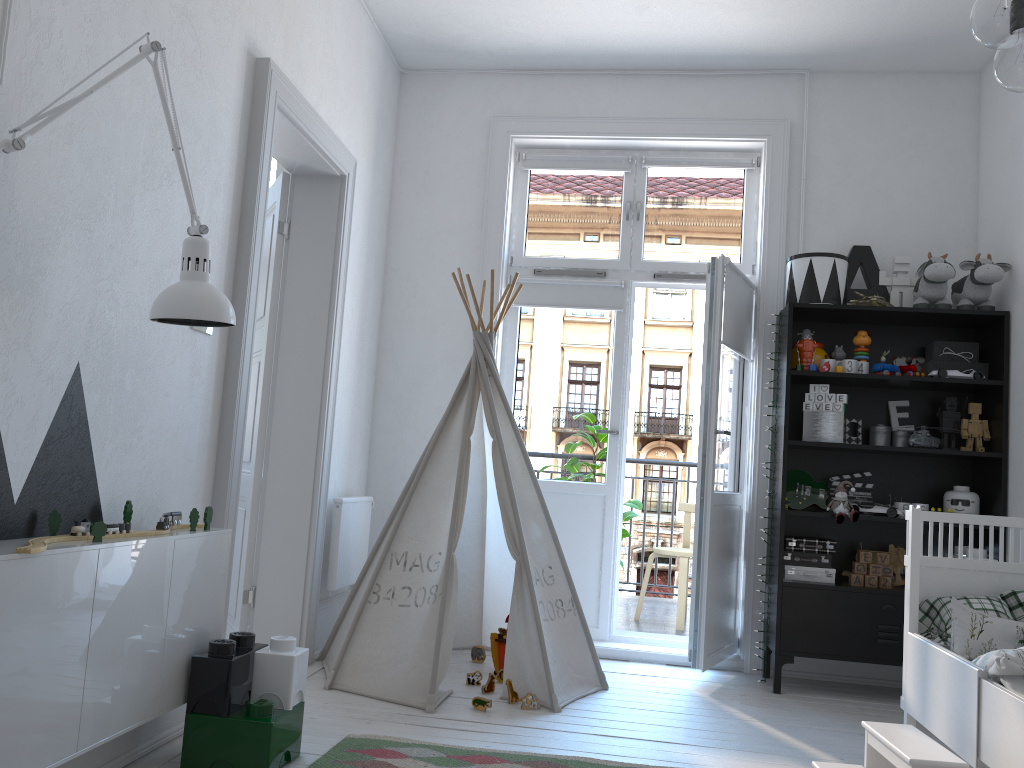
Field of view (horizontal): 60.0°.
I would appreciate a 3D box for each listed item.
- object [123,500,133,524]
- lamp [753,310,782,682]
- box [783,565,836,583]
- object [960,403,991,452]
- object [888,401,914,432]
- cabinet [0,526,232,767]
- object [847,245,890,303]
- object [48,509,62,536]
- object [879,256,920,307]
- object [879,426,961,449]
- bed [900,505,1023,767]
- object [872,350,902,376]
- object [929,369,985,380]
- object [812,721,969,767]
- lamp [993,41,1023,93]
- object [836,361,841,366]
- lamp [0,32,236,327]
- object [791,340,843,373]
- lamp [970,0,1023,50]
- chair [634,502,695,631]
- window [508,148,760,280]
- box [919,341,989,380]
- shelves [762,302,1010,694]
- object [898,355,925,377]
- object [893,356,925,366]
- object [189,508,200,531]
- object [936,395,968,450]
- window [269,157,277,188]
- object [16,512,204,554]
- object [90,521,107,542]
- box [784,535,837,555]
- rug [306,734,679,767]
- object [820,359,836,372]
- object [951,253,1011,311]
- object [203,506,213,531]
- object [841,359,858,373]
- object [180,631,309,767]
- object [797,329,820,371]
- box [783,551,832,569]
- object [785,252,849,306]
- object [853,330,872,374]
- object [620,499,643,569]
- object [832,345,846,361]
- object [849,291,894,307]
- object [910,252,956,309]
[{"bbox_3d":[-0.990,0.340,2.284,0.009,0.080,0.037,4,-5,2],"label":"object"},{"bbox_3d":[1.616,0.518,3.986,0.985,1.683,0.095,3,-5,6],"label":"lamp"},{"bbox_3d":[1.311,0.840,3.949,0.215,0.062,0.179,3,-6,8],"label":"box"},{"bbox_3d":[2.021,0.192,3.871,0.114,0.221,0.052,3,-5,8],"label":"object"},{"bbox_3d":[1.790,0.148,4.080,0.107,0.151,0.055,3,-6,8],"label":"object"},{"bbox_3d":[-0.989,0.592,2.107,0.183,0.454,0.971,3,-6,8],"label":"cabinet"},{"bbox_3d":[1.633,-0.476,4.164,0.343,0.344,0.057,3,-5,8],"label":"object"},{"bbox_3d":[-1.045,0.319,2.027,0.029,0.063,0.007,7,-6,-29],"label":"object"},{"bbox_3d":[1.799,-0.443,4.107,0.190,0.290,0.065,3,-6,13],"label":"object"},{"bbox_3d":[1.811,0.239,3.906,0.368,0.105,0.349,3,-6,10],"label":"object"},{"bbox_3d":[1.481,0.748,2.142,0.670,0.832,1.405,3,-6,8],"label":"bed"},{"bbox_3d":[1.663,-0.086,3.931,0.121,0.126,0.087,5,-6,-15],"label":"object"},{"bbox_3d":[1.924,-0.038,3.843,0.230,0.048,0.098,4,-6,-2],"label":"object"},{"bbox_3d":[0.940,1.014,2.219,0.288,0.245,0.332,4,-6,3],"label":"object"},{"bbox_3d":[0.538,-1.100,1.875,0.074,1.528,1.382,6,-6,-17],"label":"lamp"},{"bbox_3d":[1.463,-0.066,3.976,0.067,0.067,0.067,6,-6,-18],"label":"object"},{"bbox_3d":[-0.910,-0.496,2.041,0.200,0.655,0.652,-1,-7,41],"label":"lamp"},{"bbox_3d":[1.365,-0.133,4.024,0.197,0.197,0.318,3,-6,5],"label":"object"},{"bbox_3d":[0.452,-1.117,1.767,0.074,1.528,1.382,6,-6,-17],"label":"lamp"},{"bbox_3d":[1.053,1.079,5.345,0.498,0.715,0.436,8,-7,-37],"label":"chair"},{"bbox_3d":[0.624,-0.884,4.565,1.263,0.660,0.101,3,-5,8],"label":"window"},{"bbox_3d":[1.984,-0.092,3.982,0.251,0.189,0.179,3,-6,8],"label":"box"},{"bbox_3d":[1.633,0.516,3.920,0.911,1.676,0.353,3,-5,8],"label":"shelves"},{"bbox_3d":[1.777,-0.076,3.957,0.087,0.112,0.122,6,-6,-21],"label":"object"},{"bbox_3d":[1.944,-0.056,4.091,0.347,0.131,0.037,3,-5,8],"label":"object"},{"bbox_3d":[-0.873,0.373,2.437,0.007,0.063,0.029,0,-7,35],"label":"object"},{"bbox_3d":[1.956,0.176,3.945,0.117,0.259,0.081,3,-5,8],"label":"object"},{"bbox_3d":[-1.931,-0.470,5.089,1.357,1.900,0.094,3,-5,8],"label":"window"},{"bbox_3d":[-0.955,0.346,2.147,0.111,0.047,0.903,4,-6,3],"label":"object"},{"bbox_3d":[-0.928,0.332,1.991,0.006,0.046,0.037,0,-7,35],"label":"object"},{"bbox_3d":[1.320,0.718,3.962,0.215,0.062,0.179,3,-6,8],"label":"box"},{"bbox_3d":[-0.003,1.012,1.695,1.319,0.016,2.030,3,-6,8],"label":"rug"},{"bbox_3d":[1.405,-0.074,3.940,0.067,0.067,0.067,3,-6,9],"label":"object"},{"bbox_3d":[2.010,-0.426,3.913,0.211,0.253,0.387,5,-6,-8],"label":"object"},{"bbox_3d":[-0.858,0.379,2.503,0.009,0.066,0.054,4,-6,-1],"label":"object"},{"bbox_3d":[1.489,-0.071,3.914,0.067,0.067,0.067,3,-6,9],"label":"object"},{"bbox_3d":[-0.730,0.874,2.454,0.246,0.331,0.247,3,-6,8],"label":"object"},{"bbox_3d":[1.323,-0.147,3.960,0.105,0.203,0.072,2,-6,16],"label":"object"},{"bbox_3d":[1.297,0.778,3.958,0.215,0.062,0.179,3,-6,8],"label":"box"},{"bbox_3d":[1.431,-0.452,4.113,0.272,0.259,0.395,0,-7,36],"label":"object"},{"bbox_3d":[1.558,-0.136,3.951,0.077,0.212,0.077,-1,-7,41],"label":"object"},{"bbox_3d":[0.481,0.795,5.480,0.720,1.224,0.489,2,-6,18],"label":"object"},{"bbox_3d":[1.502,-0.100,4.079,0.063,0.160,0.063,5,-6,-13],"label":"object"},{"bbox_3d":[1.602,-0.375,3.971,0.121,0.100,0.338,-1,-8,43],"label":"object"},{"bbox_3d":[1.859,-0.434,3.930,0.154,0.253,0.370,2,-6,16],"label":"object"}]
